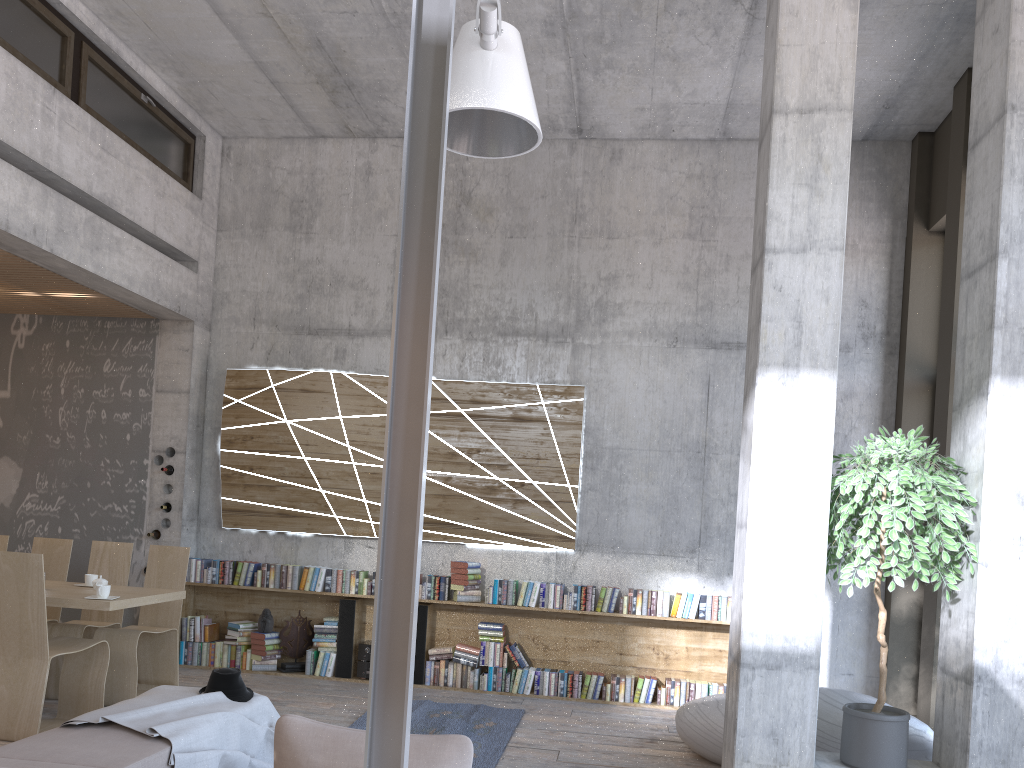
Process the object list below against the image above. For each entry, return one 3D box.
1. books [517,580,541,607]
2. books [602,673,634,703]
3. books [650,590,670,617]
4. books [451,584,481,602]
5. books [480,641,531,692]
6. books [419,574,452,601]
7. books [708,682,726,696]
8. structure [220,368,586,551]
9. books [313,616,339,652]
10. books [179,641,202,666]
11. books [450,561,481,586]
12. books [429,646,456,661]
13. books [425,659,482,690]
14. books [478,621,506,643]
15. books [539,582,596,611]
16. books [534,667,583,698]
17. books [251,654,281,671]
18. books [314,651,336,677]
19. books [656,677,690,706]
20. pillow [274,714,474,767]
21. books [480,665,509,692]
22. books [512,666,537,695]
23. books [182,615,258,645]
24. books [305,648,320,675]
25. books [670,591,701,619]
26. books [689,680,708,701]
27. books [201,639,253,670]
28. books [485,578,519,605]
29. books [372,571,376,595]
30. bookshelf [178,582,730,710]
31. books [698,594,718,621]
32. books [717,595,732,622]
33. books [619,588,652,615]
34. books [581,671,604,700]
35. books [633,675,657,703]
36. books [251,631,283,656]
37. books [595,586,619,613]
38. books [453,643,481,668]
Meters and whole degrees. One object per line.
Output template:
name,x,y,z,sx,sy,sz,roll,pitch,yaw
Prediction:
books,0.159,1.892,7.916,0.199,0.227,0.191,3,-4,8
books,0.949,2.715,7.831,0.278,0.219,0.211,3,-4,6
books,1.311,1.942,7.768,0.156,0.219,0.191,3,-4,8
books,-0.419,1.900,7.977,0.287,0.149,0.222,8,-8,-35
books,-0.060,2.564,7.958,0.451,0.446,0.216,3,-2,7
books,-0.812,1.863,8.063,0.489,0.219,0.217,3,-5,7
books,1.859,2.748,7.689,0.276,0.219,0.172,3,-4,9
structure,-1.075,0.683,8.130,3.408,1.529,0.360,3,-1,7
books,-1.712,2.338,8.200,0.251,0.321,0.220,3,-3,10
books,-3.054,2.547,8.336,0.273,0.219,0.206,3,-4,7
books,-0.420,1.721,7.973,0.189,0.209,0.248,1,-6,29
books,-0.632,2.468,8.036,0.234,0.139,0.193,2,-6,9
books,-0.533,2.645,8.038,0.493,0.236,0.244,3,-5,7
books,-0.179,2.262,7.991,0.238,0.160,0.191,3,-5,8
books,0.503,1.914,7.894,0.489,0.219,0.217,3,-5,7
books,0.420,2.694,7.901,0.417,0.219,0.206,3,-4,7
books,-2.314,2.602,8.212,0.263,0.150,0.248,8,-8,-36
books,-1.713,2.599,8.170,0.199,0.227,0.191,3,-4,8
books,1.431,2.739,7.801,0.278,0.219,0.211,3,-4,6
pillow,-0.385,1.205,2.429,0.563,0.555,0.222,3,-2,9
books,-0.163,2.663,7.959,0.226,0.219,0.217,3,-4,8
books,0.111,2.672,7.913,0.199,0.227,0.191,3,-4,8
books,-2.761,2.342,8.325,0.715,0.261,0.304,2,-5,12
books,-1.865,2.595,8.205,0.074,0.219,0.206,3,-4,8
books,1.527,1.950,7.741,0.249,0.227,0.191,3,-4,8
books,1.643,2.743,7.749,0.156,0.219,0.191,3,-4,8
books,-2.669,2.558,8.316,0.493,0.236,0.244,3,-5,7
books,-0.092,1.883,7.958,0.278,0.219,0.211,3,-4,6
books,-1.199,1.854,8.140,0.155,0.219,0.206,3,-4,8
bookshelf,-0.497,2.389,8.055,5.316,0.801,0.305,2,-1,7
books,1.724,1.966,7.714,0.156,0.219,0.155,3,-3,8
books,1.939,1.975,7.688,0.276,0.219,0.172,3,-4,9
books,1.100,1.938,7.821,0.278,0.219,0.211,3,-4,6
books,0.722,2.706,7.870,0.199,0.227,0.191,3,-4,8
books,1.188,2.730,7.842,0.199,0.227,0.191,3,-4,8
books,-2.295,2.426,8.205,0.189,0.209,0.248,1,-6,29
books,0.857,1.929,7.862,0.199,0.227,0.191,3,-4,8
books,-0.403,2.457,7.946,0.243,0.191,0.155,3,-4,7
